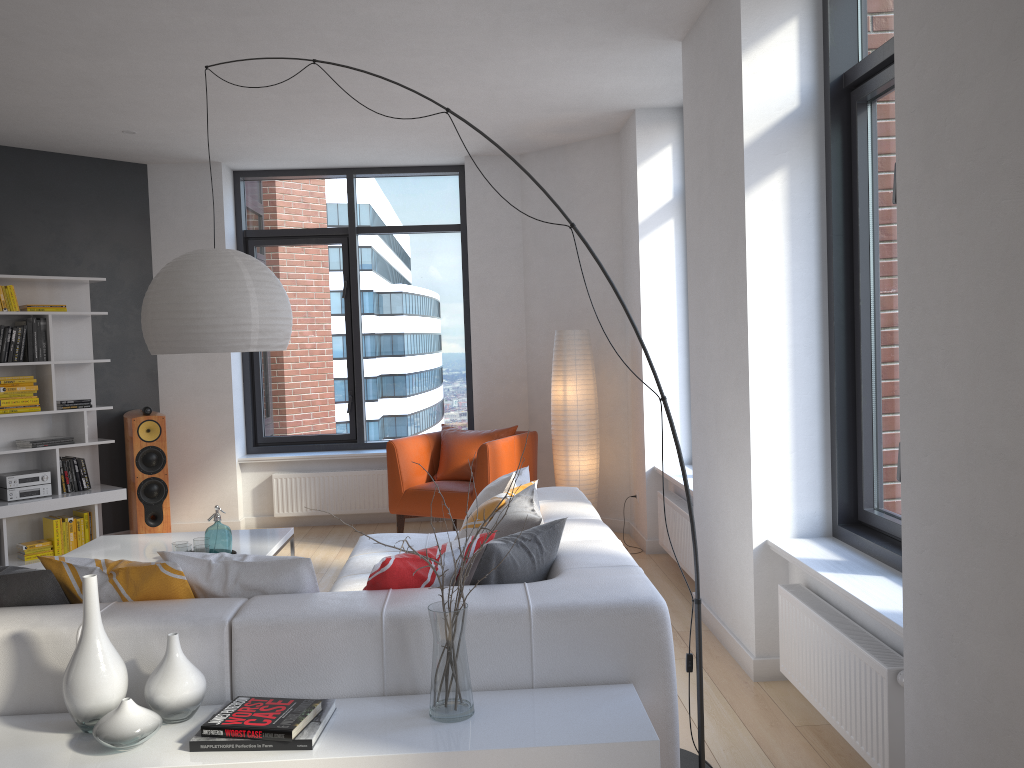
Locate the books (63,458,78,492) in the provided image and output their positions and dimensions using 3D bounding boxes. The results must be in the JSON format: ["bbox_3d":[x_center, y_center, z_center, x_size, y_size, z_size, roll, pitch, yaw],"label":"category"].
[{"bbox_3d":[-3.231,0.663,6.470,0.169,0.242,0.050,0,3,42],"label":"books"}]

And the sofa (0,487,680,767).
[{"bbox_3d":[-1.275,0.970,3.713,3.424,0.732,2.614,-2,3,-3],"label":"sofa"}]

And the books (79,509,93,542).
[{"bbox_3d":[-3.135,1.064,6.507,0.213,0.270,0.025,0,3,42],"label":"books"}]

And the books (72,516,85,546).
[{"bbox_3d":[-3.161,1.084,6.457,0.172,0.234,0.024,0,3,42],"label":"books"}]

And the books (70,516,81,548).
[{"bbox_3d":[-3.176,1.086,6.435,0.172,0.234,0.024,0,3,42],"label":"books"}]

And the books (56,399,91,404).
[{"bbox_3d":[-3.220,0.128,6.493,0.213,0.023,0.161,-4,3,-44],"label":"books"}]

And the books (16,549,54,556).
[{"bbox_3d":[-3.355,1.179,6.239,0.148,0.011,0.196,0,3,42],"label":"books"}]

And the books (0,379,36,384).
[{"bbox_3d":[-3.500,-0.018,6.253,0.223,0.023,0.163,-4,3,-43],"label":"books"}]

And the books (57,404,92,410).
[{"bbox_3d":[-3.207,0.167,6.482,0.213,0.023,0.161,-4,3,-44],"label":"books"}]

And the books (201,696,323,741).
[{"bbox_3d":[-0.624,0.839,2.228,0.238,0.027,0.188,-1,3,11],"label":"books"}]

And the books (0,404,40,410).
[{"bbox_3d":[-3.494,0.159,6.243,0.257,0.024,0.203,-4,4,-44],"label":"books"}]

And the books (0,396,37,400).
[{"bbox_3d":[-3.511,0.097,6.251,0.251,0.014,0.189,-4,3,-44],"label":"books"}]

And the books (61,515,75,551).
[{"bbox_3d":[-3.214,1.081,6.396,0.185,0.250,0.035,0,3,42],"label":"books"}]

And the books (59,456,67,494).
[{"bbox_3d":[-3.297,0.654,6.424,0.202,0.268,0.053,0,3,42],"label":"books"}]

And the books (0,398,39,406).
[{"bbox_3d":[-3.498,0.125,6.245,0.189,0.042,0.243,0,3,42],"label":"books"}]

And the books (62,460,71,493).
[{"bbox_3d":[-3.272,0.668,6.445,0.189,0.240,0.053,0,3,43],"label":"books"}]

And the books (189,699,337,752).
[{"bbox_3d":[-0.623,0.864,2.254,0.300,0.026,0.245,-2,3,2],"label":"books"}]

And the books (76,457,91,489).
[{"bbox_3d":[-3.194,0.662,6.562,0.179,0.233,0.077,0,3,42],"label":"books"}]

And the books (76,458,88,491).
[{"bbox_3d":[-3.194,0.660,6.515,0.177,0.242,0.066,0,3,42],"label":"books"}]

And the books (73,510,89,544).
[{"bbox_3d":[-3.147,1.065,6.481,0.204,0.270,0.029,0,3,42],"label":"books"}]

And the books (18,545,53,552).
[{"bbox_3d":[-3.352,1.150,6.236,0.134,0.014,0.187,0,3,42],"label":"books"}]

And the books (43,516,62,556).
[{"bbox_3d":[-3.281,1.084,6.326,0.198,0.255,0.044,0,3,42],"label":"books"}]

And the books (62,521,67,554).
[{"bbox_3d":[-3.233,1.096,6.350,0.156,0.229,0.024,0,3,42],"label":"books"}]

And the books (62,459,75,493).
[{"bbox_3d":[-3.251,0.668,6.459,0.170,0.236,0.049,0,3,43],"label":"books"}]

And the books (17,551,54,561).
[{"bbox_3d":[-3.352,1.202,6.237,0.147,0.033,0.190,0,3,42],"label":"books"}]

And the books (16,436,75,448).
[{"bbox_3d":[-3.362,0.416,6.381,0.250,0.047,0.310,0,3,38],"label":"books"}]

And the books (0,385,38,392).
[{"bbox_3d":[-3.501,0.033,6.255,0.239,0.033,0.176,-4,4,-44],"label":"books"}]

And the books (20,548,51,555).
[{"bbox_3d":[-3.345,1.166,6.222,0.113,0.018,0.169,0,3,44],"label":"books"}]

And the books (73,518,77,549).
[{"bbox_3d":[-3.195,1.085,6.420,0.169,0.239,0.023,0,3,42],"label":"books"}]

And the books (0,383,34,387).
[{"bbox_3d":[-3.507,0.006,6.251,0.227,0.022,0.160,-4,3,-32],"label":"books"}]

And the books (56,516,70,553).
[{"bbox_3d":[-3.233,1.082,6.378,0.180,0.251,0.019,0,3,42],"label":"books"}]

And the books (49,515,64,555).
[{"bbox_3d":[-3.262,1.080,6.350,0.199,0.263,0.015,0,3,42],"label":"books"}]

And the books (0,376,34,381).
[{"bbox_3d":[-3.524,-0.041,6.260,0.223,0.023,0.163,-4,3,-43],"label":"books"}]

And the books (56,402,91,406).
[{"bbox_3d":[-3.210,0.148,6.482,0.142,0.015,0.198,0,3,41],"label":"books"}]

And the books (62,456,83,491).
[{"bbox_3d":[-3.220,0.656,6.498,0.193,0.255,0.066,0,3,42],"label":"books"}]

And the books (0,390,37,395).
[{"bbox_3d":[-3.508,0.060,6.250,0.171,0.019,0.239,0,3,42],"label":"books"}]

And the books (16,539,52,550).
[{"bbox_3d":[-3.365,1.130,6.241,0.138,0.026,0.186,0,3,42],"label":"books"}]

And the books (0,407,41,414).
[{"bbox_3d":[-3.485,0.184,6.240,0.257,0.028,0.194,-4,3,-42],"label":"books"}]
